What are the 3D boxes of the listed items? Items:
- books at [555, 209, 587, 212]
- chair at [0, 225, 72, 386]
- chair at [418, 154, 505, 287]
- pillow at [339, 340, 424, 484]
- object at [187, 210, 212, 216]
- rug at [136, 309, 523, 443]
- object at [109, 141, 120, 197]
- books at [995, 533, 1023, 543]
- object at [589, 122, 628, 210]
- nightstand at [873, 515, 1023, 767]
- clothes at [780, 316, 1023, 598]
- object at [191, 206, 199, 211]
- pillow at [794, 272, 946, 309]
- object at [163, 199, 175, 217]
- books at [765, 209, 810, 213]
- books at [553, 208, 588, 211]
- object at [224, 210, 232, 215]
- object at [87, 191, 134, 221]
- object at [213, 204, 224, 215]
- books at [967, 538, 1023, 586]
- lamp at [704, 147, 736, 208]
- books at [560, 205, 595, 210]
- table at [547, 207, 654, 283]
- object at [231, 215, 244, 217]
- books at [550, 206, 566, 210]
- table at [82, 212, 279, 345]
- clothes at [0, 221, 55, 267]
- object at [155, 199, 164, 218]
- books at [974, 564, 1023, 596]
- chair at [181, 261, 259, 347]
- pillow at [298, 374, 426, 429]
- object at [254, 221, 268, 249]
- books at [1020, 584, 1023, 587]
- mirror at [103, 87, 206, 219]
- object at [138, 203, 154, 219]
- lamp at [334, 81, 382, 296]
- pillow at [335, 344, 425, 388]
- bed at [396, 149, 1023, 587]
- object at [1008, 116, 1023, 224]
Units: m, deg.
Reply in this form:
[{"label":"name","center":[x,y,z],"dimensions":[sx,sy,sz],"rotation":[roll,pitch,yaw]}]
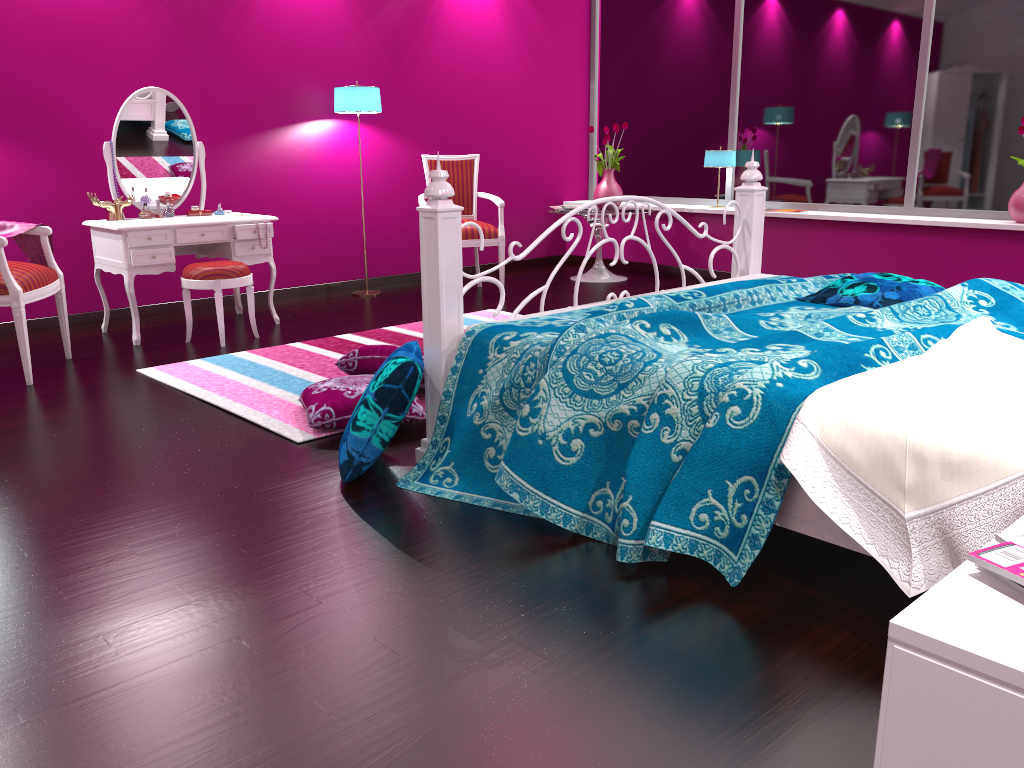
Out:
[{"label":"books","center":[0.421,-1.260,6.415],"dimensions":[0.220,0.007,0.300],"rotation":[0,15,2]},{"label":"chair","center":[-2.250,-0.482,3.767],"dimensions":[0.511,0.901,0.528],"rotation":[-2,15,-8]},{"label":"chair","center":[-0.351,-1.044,5.830],"dimensions":[0.528,0.901,0.511],"rotation":[-4,15,-12]},{"label":"pillow","center":[-0.392,0.075,2.678],"dimensions":[0.264,0.357,0.402],"rotation":[-1,15,-2]},{"label":"object","center":[-1.720,-0.940,4.878],"dimensions":[0.122,0.027,0.075],"rotation":[-8,17,-27]},{"label":"rug","center":[-0.412,-0.123,4.099],"dimensions":[2.100,0.018,1.400],"rotation":[-14,20,-41]},{"label":"object","center":[-2.086,-1.112,4.658],"dimensions":[0.022,0.320,0.044],"rotation":[-14,20,-41]},{"label":"books","center":[0.611,0.191,0.763],"dimensions":[0.220,0.007,0.300],"rotation":[-1,15,-4]},{"label":"object","center":[0.694,-1.557,6.363],"dimensions":[0.264,0.614,0.242],"rotation":[5,16,20]},{"label":"nightstand","center":[0.741,0.393,0.935],"dimensions":[0.742,0.616,0.455],"rotation":[-14,20,-41]},{"label":"clothes","center":[1.071,0.115,1.955],"dimensions":[0.553,0.376,1.036],"rotation":[13,20,40]},{"label":"object","center":[-1.738,-0.962,4.860],"dimensions":[0.040,0.026,0.040],"rotation":[-14,20,-41]},{"label":"pillow","center":[1.208,-0.291,2.893],"dimensions":[0.404,0.127,0.425],"rotation":[-10,18,-32]},{"label":"object","center":[-1.851,-0.948,4.783],"dimensions":[0.059,0.094,0.059],"rotation":[-1,15,-3]},{"label":"books","center":[1.874,-1.199,6.139],"dimensions":[0.300,0.007,0.220],"rotation":[10,18,35]},{"label":"books","center":[0.427,-1.265,6.409],"dimensions":[0.220,0.007,0.300],"rotation":[-2,15,-7]},{"label":"object","center":[-1.569,-0.946,4.901],"dimensions":[0.040,0.026,0.040],"rotation":[-14,20,-41]},{"label":"object","center":[-2.065,-0.921,4.588],"dimensions":[0.085,0.145,0.248],"rotation":[10,18,33]},{"label":"object","center":[-1.626,-0.973,4.937],"dimensions":[0.082,0.060,0.059],"rotation":[0,15,3]},{"label":"books","center":[0.591,0.190,0.750],"dimensions":[0.221,0.012,0.300],"rotation":[-6,16,-19]},{"label":"lamp","center":[1.517,-1.513,6.496],"dimensions":[0.229,0.438,0.229],"rotation":[0,15,2]},{"label":"books","center":[0.472,-1.272,6.402],"dimensions":[0.221,0.020,0.300],"rotation":[-1,15,-2]},{"label":"table","center":[0.640,-1.021,6.498],"dimensions":[0.771,0.500,0.770],"rotation":[0,15,1]},{"label":"object","center":[-1.495,-0.916,4.829],"dimensions":[0.073,0.003,0.073],"rotation":[-10,17,-31]},{"label":"books","center":[0.408,-1.282,6.446],"dimensions":[0.220,0.007,0.300],"rotation":[-2,15,-7]},{"label":"table","center":[-1.736,-0.587,4.758],"dimensions":[0.856,0.592,0.526],"rotation":[-14,20,-41]},{"label":"clothes","center":[-2.337,-0.582,3.882],"dimensions":[0.601,0.777,0.162],"rotation":[-12,19,-37]},{"label":"object","center":[-1.881,-0.934,4.724],"dimensions":[0.030,0.096,0.030],"rotation":[5,16,18]},{"label":"books","center":[0.598,0.206,0.759],"dimensions":[0.220,0.007,0.300],"rotation":[-4,15,-12]},{"label":"chair","center":[-1.482,-0.417,4.492],"dimensions":[0.337,0.390,0.337],"rotation":[13,20,42]},{"label":"pillow","center":[-0.542,0.052,3.153],"dimensions":[0.400,0.142,0.429],"rotation":[-5,16,-18]},{"label":"object","center":[-1.335,-0.793,4.728],"dimensions":[0.063,0.143,0.032],"rotation":[-14,20,-41]},{"label":"books","center":[0.594,0.202,0.746],"dimensions":[0.220,0.007,0.300],"rotation":[-2,15,-7]},{"label":"mirror","center":[-1.919,-1.171,4.803],"dimensions":[0.544,0.829,0.138],"rotation":[-14,20,-41]},{"label":"object","center":[-1.935,-0.916,4.689],"dimensions":[0.045,0.081,0.098],"rotation":[6,16,24]},{"label":"lamp","center":[-0.977,-1.258,5.777],"dimensions":[0.303,1.352,0.303],"rotation":[-10,18,-32]},{"label":"pillow","center":[-0.434,-0.063,3.415],"dimensions":[0.425,0.224,0.391],"rotation":[4,15,15]},{"label":"bed","center":[1.164,-0.265,2.375],"dimensions":[2.167,1.143,2.317],"rotation":[-14,20,-41]},{"label":"object","center":[2.949,-1.216,4.991],"dimensions":[0.242,0.614,0.264],"rotation":[3,15,15]}]
